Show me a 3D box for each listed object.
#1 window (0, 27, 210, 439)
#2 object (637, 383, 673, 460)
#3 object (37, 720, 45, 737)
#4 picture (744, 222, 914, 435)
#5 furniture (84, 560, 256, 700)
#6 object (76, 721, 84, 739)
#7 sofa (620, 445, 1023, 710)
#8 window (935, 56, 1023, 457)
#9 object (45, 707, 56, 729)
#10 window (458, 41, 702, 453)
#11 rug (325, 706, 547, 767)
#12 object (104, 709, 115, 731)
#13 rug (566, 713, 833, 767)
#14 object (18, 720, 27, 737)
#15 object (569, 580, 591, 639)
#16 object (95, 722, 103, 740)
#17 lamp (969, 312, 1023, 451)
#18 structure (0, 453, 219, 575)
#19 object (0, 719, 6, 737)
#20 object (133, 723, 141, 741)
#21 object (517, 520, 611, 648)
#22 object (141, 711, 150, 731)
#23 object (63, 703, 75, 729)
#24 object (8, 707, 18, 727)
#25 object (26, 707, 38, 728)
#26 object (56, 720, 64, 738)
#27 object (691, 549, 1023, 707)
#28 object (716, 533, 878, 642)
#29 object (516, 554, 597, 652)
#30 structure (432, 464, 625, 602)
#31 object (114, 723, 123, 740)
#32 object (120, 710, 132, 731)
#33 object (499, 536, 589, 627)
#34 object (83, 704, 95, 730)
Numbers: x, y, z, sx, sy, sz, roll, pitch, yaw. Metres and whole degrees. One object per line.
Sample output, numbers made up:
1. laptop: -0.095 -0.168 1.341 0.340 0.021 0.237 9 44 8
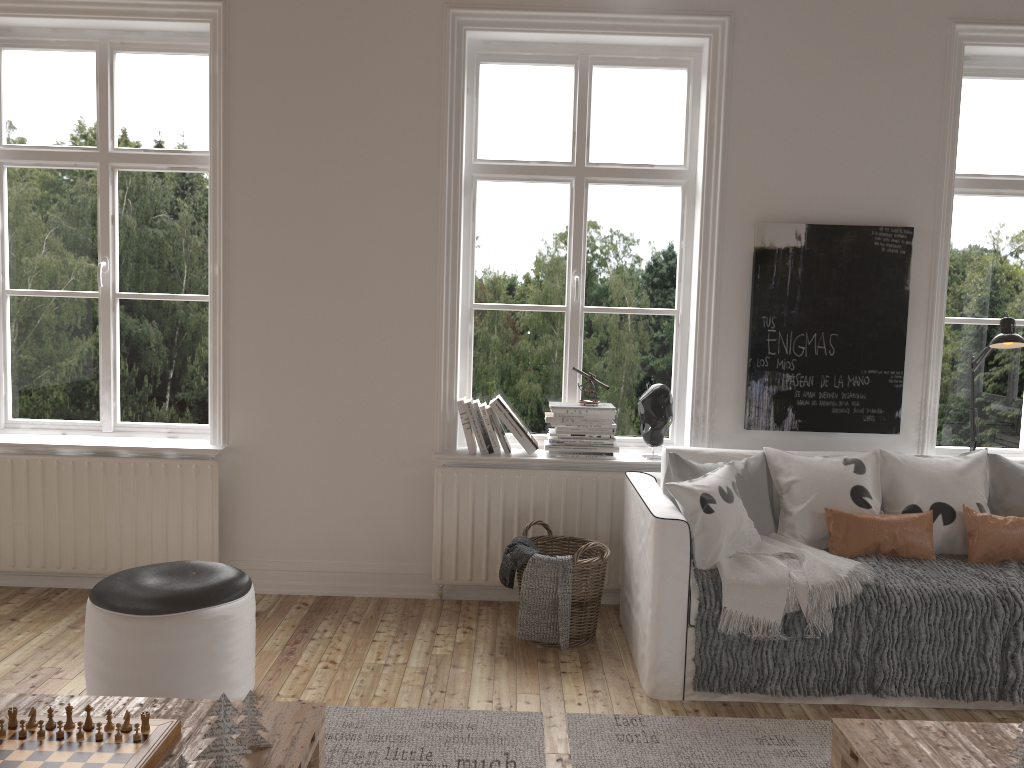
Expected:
1. window: -1.869 -0.661 4.063 1.055 1.872 0.120 2 5 0
2. object: 0.642 0.165 3.991 0.171 0.340 0.177 5 6 36
3. object: -1.065 0.778 2.006 0.017 0.037 0.017 3 5 19
4. picture: 1.390 -0.240 3.905 0.680 0.908 0.041 2 5 0
5. furniture: -1.108 0.834 2.901 0.518 0.430 0.518 4 5 21
6. object: -0.976 0.781 2.005 0.017 0.037 0.017 3 5 19
7. sofa: 1.451 0.689 3.436 1.960 0.776 0.866 2 5 0
8. window: 2.465 -0.531 4.064 1.055 1.872 0.120 2 5 0
9. object: -1.066 0.769 2.050 0.022 0.047 0.022 5 6 32
10. window: 0.299 -0.596 4.063 1.055 1.872 0.120 2 5 0
11. rug: -1.138 1.146 1.801 2.474 0.003 2.254 2 5 0
12. object: -0.930 0.773 2.048 0.022 0.047 0.022 5 6 32
13. rug: 1.411 1.222 1.802 2.474 0.003 2.254 2 5 0
14. object: -1.106 0.777 2.005 0.017 0.037 0.017 3 5 19
15. object: 0.198 0.922 3.626 0.291 0.186 0.280 0 5 -14
16. object: -0.933 0.782 2.004 0.017 0.037 0.017 3 5 19
17. lamp: 2.096 0.036 3.884 0.196 0.703 0.439 2 5 0
18. structure: -1.915 0.722 3.973 1.223 0.829 0.095 2 5 0
19. object: -1.153 0.775 2.004 0.017 0.037 0.017 3 5 19
20. object: -0.848 0.784 2.005 0.017 0.037 0.017 3 5 19
21. object: 0.198 0.810 3.612 0.393 0.432 0.393 4 5 22
22. object: -0.847 0.779 2.049 0.019 0.040 0.019 5 6 34
23. object: -1.023 0.764 2.049 0.025 0.058 0.025 -3 7 -45
24. object: -1.154 0.770 2.050 0.019 0.040 0.019 1 5 -4
25. object: -1.110 0.769 2.050 0.026 0.044 0.026 -3 7 -45
26. object: -1.022 0.779 2.006 0.017 0.037 0.017 3 5 19
27. object: 1.456 0.849 3.294 1.680 0.423 0.651 2 5 0
28. object: 1.019 0.701 3.292 0.588 0.255 0.729 2 5 4
29. object: 0.178 0.825 3.574 0.290 0.356 0.349 5 6 29
30. structure: 0.257 0.787 3.973 1.223 0.829 0.095 2 5 0
31. object: -0.889 0.783 2.003 0.017 0.037 0.017 3 5 19
32. object: -0.891 0.776 2.049 0.026 0.044 0.026 -3 7 -45
33. object: 0.127 0.804 3.600 0.367 0.332 0.303 1 5 -9
34. object: -0.979 0.767 2.051 0.025 0.055 0.025 5 6 32
